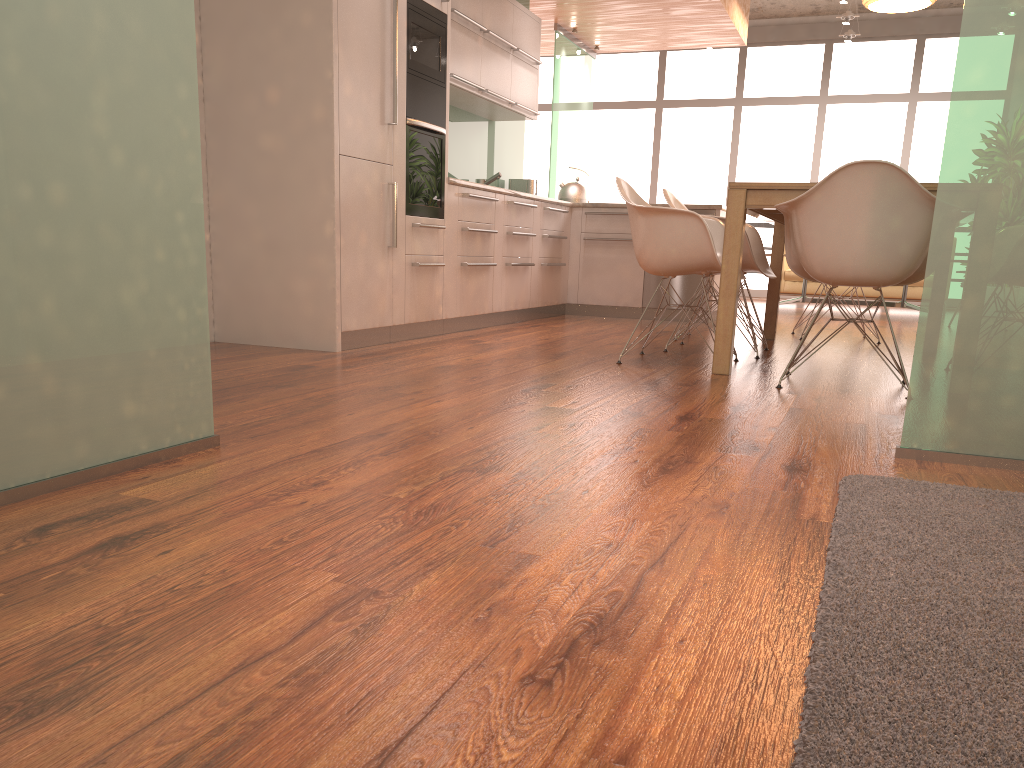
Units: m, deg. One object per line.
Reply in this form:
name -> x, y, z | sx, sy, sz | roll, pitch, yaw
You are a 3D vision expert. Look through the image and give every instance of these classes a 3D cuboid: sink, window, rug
sink -> -0.016, -1.466, 6.939 | 0.615, 0.391, 0.631 | 6, 11, 21
window -> 1.908, -2.904, 11.779 | 8.549, 3.352, 0.061 | 6, 14, 21
rug -> 0.997, 0.405, 0.917 | 1.278, 0.009, 2.035 | 5, 9, 22

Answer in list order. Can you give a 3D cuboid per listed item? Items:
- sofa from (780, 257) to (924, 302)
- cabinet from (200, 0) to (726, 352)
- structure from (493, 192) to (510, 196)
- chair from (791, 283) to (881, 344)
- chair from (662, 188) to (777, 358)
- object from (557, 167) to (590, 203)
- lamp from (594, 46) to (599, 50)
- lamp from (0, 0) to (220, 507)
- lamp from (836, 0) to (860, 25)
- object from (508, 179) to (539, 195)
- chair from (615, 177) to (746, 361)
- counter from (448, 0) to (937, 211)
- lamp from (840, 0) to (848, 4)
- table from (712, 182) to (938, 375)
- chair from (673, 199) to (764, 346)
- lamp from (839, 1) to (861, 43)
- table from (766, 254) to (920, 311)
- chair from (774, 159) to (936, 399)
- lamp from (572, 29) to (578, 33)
sofa -> 3.873, -1.258, 9.824 | 1.799, 0.856, 0.862 | 6, 12, 21
cabinet -> 0.205, -1.522, 5.775 | 1.911, 2.324, 4.168 | 7, 11, 21
structure -> -0.312, -1.386, 6.278 | 0.488, 0.039, 0.664 | 5, 9, 21
chair -> 2.214, -0.743, 5.928 | 0.684, 0.880, 0.630 | 3, 12, 6
chair -> 1.117, -0.617, 4.831 | 0.642, 0.880, 0.671 | 5, 12, 16
object -> 0.519, -1.666, 7.437 | 0.260, 0.312, 0.258 | 11, 14, 37
lamp -> 0.904, -3.747, 9.231 | 0.103, 0.481, 0.150 | 1, 13, -6
lamp -> 1.295, -1.765, 3.797 | 0.442, 3.472, 8.111 | 13, 14, 39
lamp -> 3.504, -3.995, 9.156 | 0.198, 0.493, 0.131 | 0, 13, -11
object -> 0.103, -1.657, 7.617 | 0.236, 0.206, 0.150 | 6, 13, 21
chair -> 0.793, -0.545, 4.231 | 0.642, 0.867, 0.671 | 5, 12, 16
counter -> 1.045, -1.932, 5.986 | 3.212, 1.377, 3.012 | 6, 10, 21
lamp -> 3.202, -3.894, 8.416 | 0.198, 0.493, 0.131 | 0, 13, -11
table -> 1.757, -0.530, 4.565 | 1.024, 0.826, 2.036 | 6, 10, 21
chair -> 1.293, -0.712, 5.503 | 0.642, 0.880, 0.671 | 5, 12, 16
lamp -> 3.807, -4.095, 9.896 | 0.198, 0.493, 0.131 | 0, 13, -11
table -> 3.386, -0.965, 8.705 | 1.868, 0.572, 0.923 | 6, 11, 21
chair -> 1.382, -0.416, 3.553 | 0.683, 0.880, 0.630 | 5, 12, 16
lamp -> 0.622, -3.653, 8.543 | 0.103, 0.481, 0.150 | 1, 13, -6
